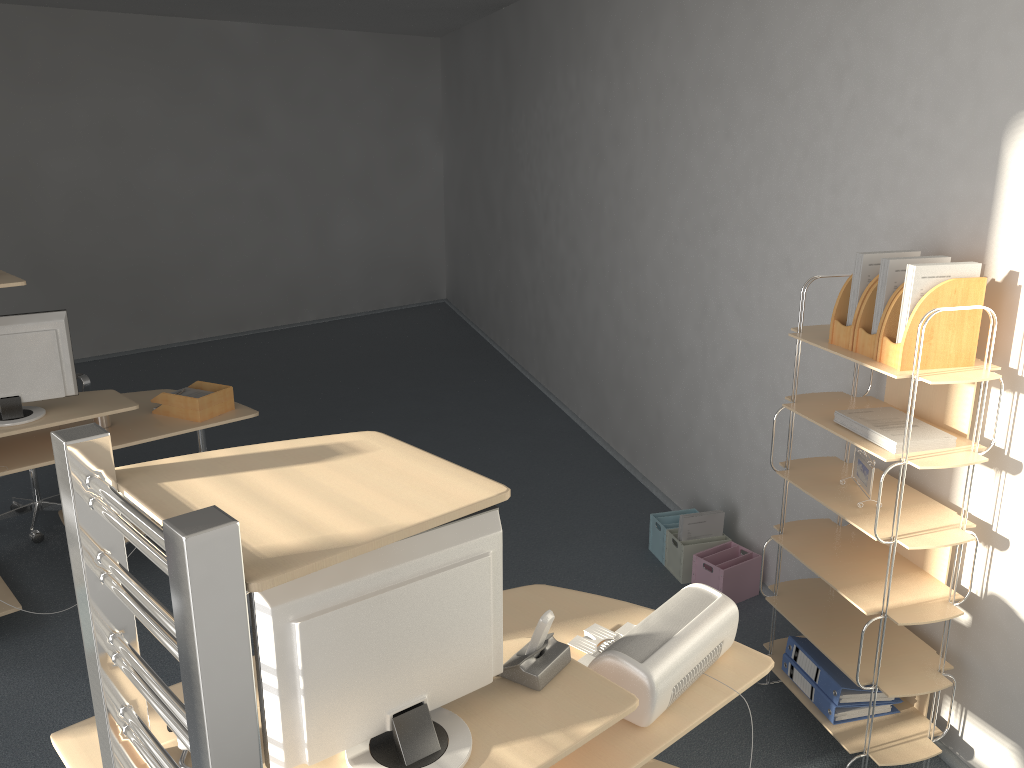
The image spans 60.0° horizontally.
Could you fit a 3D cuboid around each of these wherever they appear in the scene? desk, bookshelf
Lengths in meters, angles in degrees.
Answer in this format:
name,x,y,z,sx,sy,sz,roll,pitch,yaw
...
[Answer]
name,x,y,z,sx,sy,sz,roll,pitch,yaw
desk,-0.182,0.704,2.127,1.469,1.566,0.967,-15,22,-40
bookshelf,1.166,0.465,2.937,0.381,1.572,0.724,-4,17,-14
desk,-2.071,0.130,4.105,1.469,1.566,0.967,-15,22,-40

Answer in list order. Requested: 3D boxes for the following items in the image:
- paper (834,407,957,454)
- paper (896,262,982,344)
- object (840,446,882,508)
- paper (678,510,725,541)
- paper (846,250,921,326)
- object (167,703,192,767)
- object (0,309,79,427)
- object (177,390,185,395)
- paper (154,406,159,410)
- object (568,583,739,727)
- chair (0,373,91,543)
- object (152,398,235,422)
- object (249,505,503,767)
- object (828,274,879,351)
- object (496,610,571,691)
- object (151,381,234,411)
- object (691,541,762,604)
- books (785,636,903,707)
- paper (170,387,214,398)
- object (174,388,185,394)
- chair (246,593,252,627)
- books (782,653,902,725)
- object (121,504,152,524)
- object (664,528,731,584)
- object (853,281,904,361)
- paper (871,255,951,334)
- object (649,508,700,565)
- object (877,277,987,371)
name,x,y,z,sx,sy,sz,roll,pitch,yaw
paper,1.177,0.139,2.742,0.213,0.046,0.297,-5,17,-15
paper,1.215,-0.197,2.539,0.213,0.297,0.045,-4,17,-11
object,1.142,0.290,2.888,0.077,0.161,0.192,1,16,3
paper,0.884,0.745,4.183,0.220,0.306,0.068,-5,17,-15
paper,1.155,-0.264,2.770,0.213,0.297,0.045,-5,17,-17
object,-0.567,0.653,1.675,0.154,0.135,0.093,-2,16,-5
object,-2.085,-0.060,3.624,0.516,0.418,0.245,-6,17,-20
object,-1.609,0.051,4.271,0.008,0.009,0.159,1,16,3
paper,-1.533,0.114,4.268,0.297,0.019,0.210,8,18,25
object,0.319,0.636,2.245,0.351,0.162,0.438,13,21,38
chair,-2.556,0.243,4.646,0.652,1.048,0.584,11,19,32
object,-1.533,0.103,4.264,0.309,0.060,0.225,8,18,25
object,-0.210,0.509,1.663,0.516,0.418,0.245,-9,18,-26
object,1.147,-0.251,2.794,0.243,0.259,0.113,-5,17,-17
object,0.047,0.561,1.957,0.119,0.151,0.150,10,19,32
object,-1.533,0.049,4.248,0.309,0.060,0.225,8,18,25
object,0.968,0.867,4.016,0.245,0.202,0.185,-11,19,-32
books,1.161,0.993,3.104,0.263,0.100,0.320,-4,17,-14
paper,-1.534,0.065,4.254,0.297,0.010,0.210,8,18,25
object,-1.625,0.044,4.296,0.008,0.009,0.159,3,17,11
chair,-0.800,0.692,3.094,0.584,1.048,0.652,4,17,13
books,1.151,1.047,3.117,0.262,0.072,0.320,-4,17,-14
object,-1.747,0.503,4.319,0.351,0.162,0.438,10,19,30
object,0.880,0.809,4.217,0.245,0.202,0.185,-5,17,-15
object,1.182,-0.217,2.680,0.243,0.259,0.113,-4,17,-14
paper,1.189,-0.231,2.656,0.213,0.297,0.045,-4,17,-14
object,0.830,0.759,4.388,0.245,0.202,0.185,-5,17,-15
object,1.209,-0.183,2.563,0.243,0.259,0.113,-4,17,-11
